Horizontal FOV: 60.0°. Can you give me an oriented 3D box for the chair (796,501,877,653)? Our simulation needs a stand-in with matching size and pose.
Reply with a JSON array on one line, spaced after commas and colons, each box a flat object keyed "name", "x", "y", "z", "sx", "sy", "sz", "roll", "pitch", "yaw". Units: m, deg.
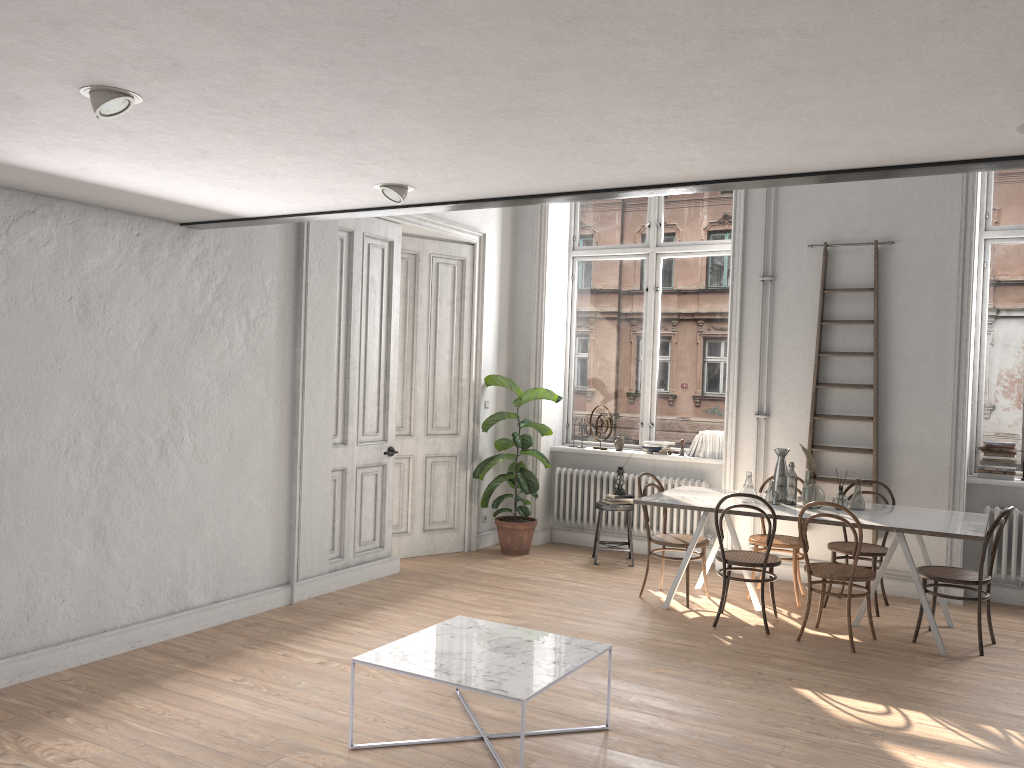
[{"name": "chair", "x": 2.079, "y": 1.188, "z": 5.681, "sx": 0.438, "sy": 0.921, "sz": 0.549, "roll": 3, "pitch": 1, "yaw": 41}]

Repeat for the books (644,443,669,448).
[{"name": "books", "x": 1.354, "y": 0.575, "z": 8.308, "sx": 0.205, "sy": 0.020, "sz": 0.155, "roll": 2, "pitch": 1, "yaw": 20}]

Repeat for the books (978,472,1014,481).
[{"name": "books", "x": 3.783, "y": 0.716, "z": 6.931, "sx": 0.248, "sy": 0.043, "sz": 0.192, "roll": 2, "pitch": 1, "yaw": 30}]

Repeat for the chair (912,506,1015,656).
[{"name": "chair", "x": 2.895, "y": 1.215, "z": 5.703, "sx": 0.549, "sy": 0.921, "sz": 0.438, "roll": 3, "pitch": 1, "yaw": 42}]

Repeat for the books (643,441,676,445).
[{"name": "books", "x": 1.382, "y": 0.551, "z": 8.315, "sx": 0.243, "sy": 0.019, "sz": 0.174, "roll": 2, "pitch": 1, "yaw": 40}]

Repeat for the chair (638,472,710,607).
[{"name": "chair", "x": 1.214, "y": 1.148, "z": 6.684, "sx": 0.549, "sy": 0.921, "sz": 0.438, "roll": 3, "pitch": 1, "yaw": 38}]

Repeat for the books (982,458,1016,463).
[{"name": "books", "x": 3.806, "y": 0.596, "z": 6.930, "sx": 0.205, "sy": 0.022, "sz": 0.155, "roll": 2, "pitch": 1, "yaw": 44}]

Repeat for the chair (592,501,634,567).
[{"name": "chair", "x": 0.909, "y": 1.323, "z": 7.904, "sx": 0.364, "sy": 0.523, "sz": 0.360, "roll": 2, "pitch": 1, "yaw": 3}]

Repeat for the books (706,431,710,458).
[{"name": "books", "x": 1.810, "y": 0.548, "z": 8.069, "sx": 0.024, "sy": 0.243, "sz": 0.175, "roll": 3, "pitch": 1, "yaw": 30}]

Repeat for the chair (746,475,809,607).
[{"name": "chair", "x": 2.058, "y": 1.176, "z": 6.814, "sx": 0.438, "sy": 0.921, "sz": 0.549, "roll": 2, "pitch": 1, "yaw": 28}]

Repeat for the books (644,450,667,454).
[{"name": "books", "x": 1.351, "y": 0.640, "z": 8.329, "sx": 0.147, "sy": 0.023, "sz": 0.221, "roll": 2, "pitch": 1, "yaw": -12}]

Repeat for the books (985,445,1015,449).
[{"name": "books", "x": 3.810, "y": 0.488, "z": 6.929, "sx": 0.205, "sy": 0.020, "sz": 0.155, "roll": 2, "pitch": 1, "yaw": 30}]

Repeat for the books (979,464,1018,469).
[{"name": "books", "x": 3.803, "y": 0.642, "z": 6.936, "sx": 0.255, "sy": 0.014, "sz": 0.192, "roll": 2, "pitch": 1, "yaw": 33}]

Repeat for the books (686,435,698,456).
[{"name": "books", "x": 1.677, "y": 0.565, "z": 8.160, "sx": 0.105, "sy": 0.194, "sz": 0.155, "roll": 2, "pitch": 1, "yaw": 29}]

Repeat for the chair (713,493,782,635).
[{"name": "chair", "x": 1.588, "y": 1.168, "z": 6.001, "sx": 0.438, "sy": 0.921, "sz": 0.549, "roll": 2, "pitch": 1, "yaw": 25}]

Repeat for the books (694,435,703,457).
[{"name": "books", "x": 1.731, "y": 0.564, "z": 8.125, "sx": 0.072, "sy": 0.203, "sz": 0.155, "roll": 3, "pitch": 1, "yaw": 30}]

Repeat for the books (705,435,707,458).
[{"name": "books", "x": 1.795, "y": 0.566, "z": 8.089, "sx": 0.020, "sy": 0.205, "sz": 0.155, "roll": 3, "pitch": 1, "yaw": 30}]

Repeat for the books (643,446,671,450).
[{"name": "books", "x": 1.357, "y": 0.596, "z": 8.319, "sx": 0.147, "sy": 0.023, "sz": 0.221, "roll": 1, "pitch": 1, "yaw": -44}]

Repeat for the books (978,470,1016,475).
[{"name": "books", "x": 3.785, "y": 0.684, "z": 6.928, "sx": 0.249, "sy": 0.023, "sz": 0.175, "roll": 2, "pitch": 1, "yaw": 25}]

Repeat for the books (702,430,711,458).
[{"name": "books", "x": 1.784, "y": 0.547, "z": 8.119, "sx": 0.024, "sy": 0.243, "sz": 0.175, "roll": 3, "pitch": 1, "yaw": 30}]

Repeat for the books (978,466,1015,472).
[{"name": "books", "x": 3.786, "y": 0.661, "z": 6.928, "sx": 0.249, "sy": 0.023, "sz": 0.175, "roll": 2, "pitch": 1, "yaw": 30}]

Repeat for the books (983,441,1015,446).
[{"name": "books", "x": 3.811, "y": 0.466, "z": 6.939, "sx": 0.201, "sy": 0.024, "sz": 0.159, "roll": 2, "pitch": 1, "yaw": 20}]

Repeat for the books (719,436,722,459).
[{"name": "books", "x": 1.907, "y": 0.570, "z": 8.025, "sx": 0.020, "sy": 0.205, "sz": 0.155, "roll": 3, "pitch": 1, "yaw": 30}]

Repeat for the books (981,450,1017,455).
[{"name": "books", "x": 3.804, "y": 0.530, "z": 6.932, "sx": 0.243, "sy": 0.019, "sz": 0.174, "roll": 2, "pitch": 1, "yaw": 30}]

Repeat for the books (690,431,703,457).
[{"name": "books", "x": 1.709, "y": 0.547, "z": 8.136, "sx": 0.100, "sy": 0.235, "sz": 0.174, "roll": 3, "pitch": 1, "yaw": 30}]

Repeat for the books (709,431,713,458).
[{"name": "books", "x": 1.834, "y": 0.549, "z": 8.066, "sx": 0.019, "sy": 0.244, "sz": 0.174, "roll": 3, "pitch": 1, "yaw": 30}]

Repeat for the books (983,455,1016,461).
[{"name": "books", "x": 3.813, "y": 0.573, "z": 6.933, "sx": 0.222, "sy": 0.024, "sz": 0.158, "roll": 2, "pitch": 1, "yaw": 30}]

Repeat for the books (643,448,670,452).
[{"name": "books", "x": 1.355, "y": 0.618, "z": 8.322, "sx": 0.155, "sy": 0.022, "sz": 0.205, "roll": 1, "pitch": 1, "yaw": -40}]

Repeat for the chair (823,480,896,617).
[{"name": "chair", "x": 2.595, "y": 1.196, "z": 6.600, "sx": 0.438, "sy": 0.921, "sz": 0.549, "roll": 3, "pitch": 1, "yaw": 37}]

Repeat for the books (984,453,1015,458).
[{"name": "books", "x": 3.808, "y": 0.551, "z": 6.929, "sx": 0.205, "sy": 0.022, "sz": 0.155, "roll": 2, "pitch": 1, "yaw": 25}]

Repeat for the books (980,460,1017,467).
[{"name": "books", "x": 3.804, "y": 0.621, "z": 6.937, "sx": 0.245, "sy": 0.028, "sz": 0.193, "roll": 2, "pitch": 1, "yaw": 25}]

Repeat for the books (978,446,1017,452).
[{"name": "books", "x": 3.798, "y": 0.509, "z": 6.936, "sx": 0.162, "sy": 0.023, "sz": 0.231, "roll": 1, "pitch": 1, "yaw": -45}]

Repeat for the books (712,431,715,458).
[{"name": "books", "x": 1.859, "y": 0.549, "z": 8.071, "sx": 0.019, "sy": 0.244, "sz": 0.174, "roll": 3, "pitch": 1, "yaw": 30}]
